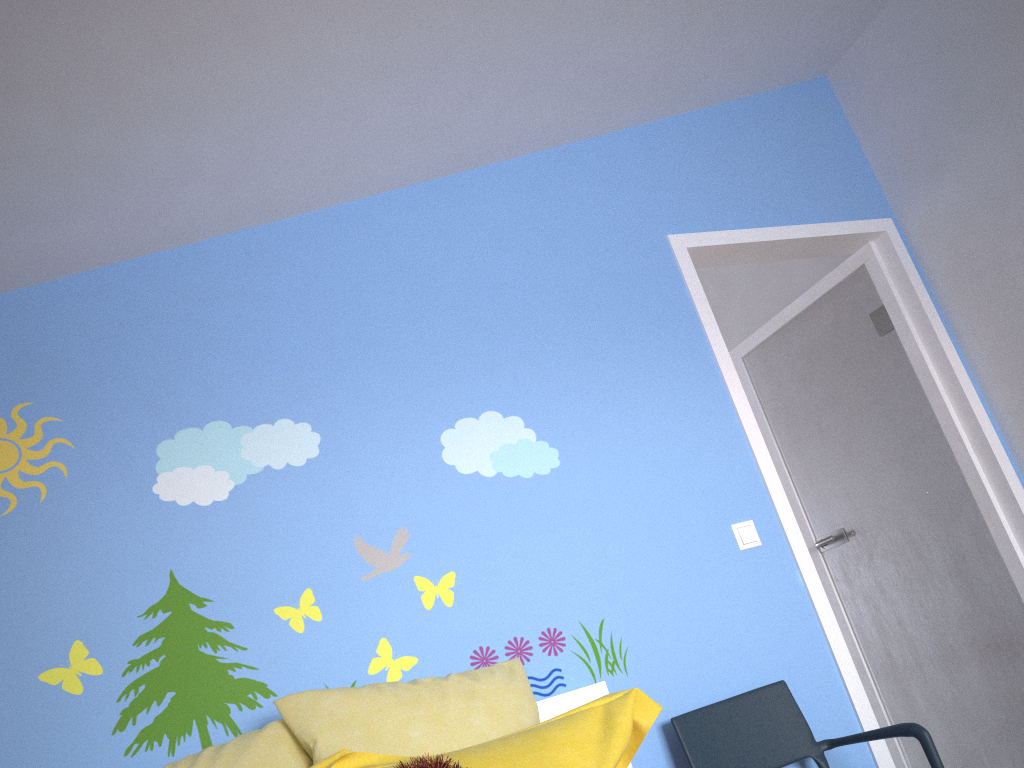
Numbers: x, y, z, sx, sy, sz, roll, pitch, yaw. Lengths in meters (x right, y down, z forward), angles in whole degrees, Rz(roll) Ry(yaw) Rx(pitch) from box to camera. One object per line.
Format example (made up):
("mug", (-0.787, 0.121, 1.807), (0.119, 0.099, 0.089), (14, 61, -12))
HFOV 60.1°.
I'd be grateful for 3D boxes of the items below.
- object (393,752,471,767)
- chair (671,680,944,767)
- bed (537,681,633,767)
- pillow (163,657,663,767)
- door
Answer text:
("object", (-0.125, 0.712, 1.261), (0.287, 0.337, 0.254), (-20, -18, 9))
("chair", (0.739, 1.062, 2.110), (0.510, 0.664, 0.424), (-8, -20, -27))
("bed", (0.014, 0.739, 0.847), (1.920, 0.799, 2.361), (-8, -21, -24))
("pillow", (-0.341, 0.807, 1.608), (1.340, 0.524, 0.692), (-9, -21, -23))
("door", (1.134, 0.596, 3.317), (1.029, 2.097, 1.017), (-9, -20, -24))
